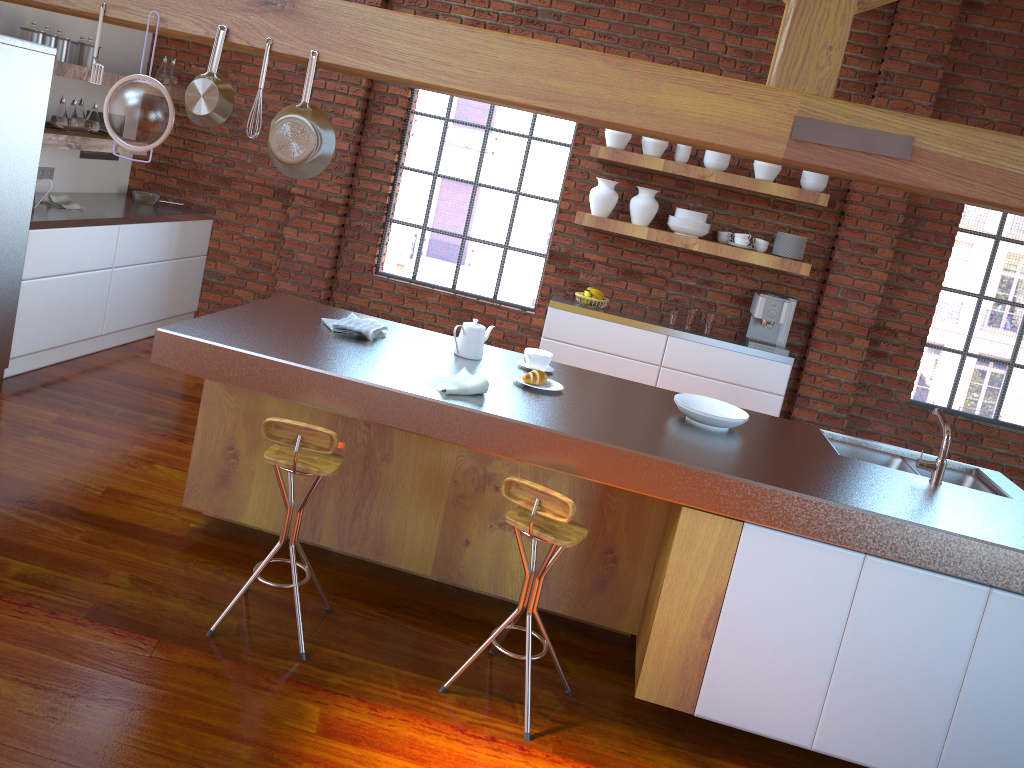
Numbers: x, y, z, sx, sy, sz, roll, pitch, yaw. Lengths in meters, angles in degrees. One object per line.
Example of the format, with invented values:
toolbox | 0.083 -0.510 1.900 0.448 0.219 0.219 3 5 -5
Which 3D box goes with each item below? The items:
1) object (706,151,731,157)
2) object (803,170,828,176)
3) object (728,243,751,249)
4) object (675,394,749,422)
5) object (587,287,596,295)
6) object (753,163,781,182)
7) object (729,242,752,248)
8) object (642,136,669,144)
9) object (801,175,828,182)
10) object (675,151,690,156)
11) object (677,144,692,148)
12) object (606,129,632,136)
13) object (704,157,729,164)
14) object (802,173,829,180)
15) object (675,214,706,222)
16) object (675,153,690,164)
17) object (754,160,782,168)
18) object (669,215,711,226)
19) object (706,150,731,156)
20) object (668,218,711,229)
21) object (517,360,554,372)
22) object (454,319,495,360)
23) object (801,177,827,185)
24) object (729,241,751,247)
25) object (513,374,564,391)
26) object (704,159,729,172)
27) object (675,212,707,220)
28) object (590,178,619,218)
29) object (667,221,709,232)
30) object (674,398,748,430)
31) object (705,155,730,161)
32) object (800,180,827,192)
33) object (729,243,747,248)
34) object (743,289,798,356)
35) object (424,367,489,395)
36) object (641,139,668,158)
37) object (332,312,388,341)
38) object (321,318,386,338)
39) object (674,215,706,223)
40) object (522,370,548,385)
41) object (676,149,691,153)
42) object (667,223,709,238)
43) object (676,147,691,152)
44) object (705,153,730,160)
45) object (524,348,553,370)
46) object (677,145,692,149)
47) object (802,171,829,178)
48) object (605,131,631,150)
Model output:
object | 1.345 -1.481 5.768 0.165 0.060 0.169 13 13 1
object | 1.954 -1.337 5.672 0.165 0.060 0.169 0 18 -43
object | 1.490 -0.897 5.760 0.153 0.012 0.158 4 16 -32
object | 0.746 0.109 3.319 0.280 0.054 0.289 7 14 -21
object | 0.542 -0.631 6.009 0.069 0.060 0.070 17 12 23
object | 1.643 -1.362 5.700 0.179 0.102 0.186 7 13 -23
object | 1.492 -0.905 5.759 0.153 0.012 0.158 4 16 -32
object | 0.934 -1.563 5.792 0.179 0.102 0.185 0 17 -46
object | 1.946 -1.300 5.677 0.165 0.060 0.169 0 18 -43
object | 1.123 -1.502 5.817 0.098 0.060 0.101 1 16 -43
object | 1.134 -1.552 5.811 0.098 0.060 0.101 1 16 -43
object | 0.693 -1.616 5.788 0.179 0.102 0.185 0 17 -46
object | 1.337 -1.444 5.772 0.165 0.060 0.169 13 13 1
object | 1.949 -1.313 5.675 0.165 0.060 0.169 0 18 -43
object | 1.177 -1.079 5.827 0.213 0.054 0.218 12 13 -2
object | 1.120 -1.486 5.819 0.098 0.060 0.101 1 16 -43
object | 1.647 -1.383 5.697 0.179 0.102 0.186 7 13 -23
object | 1.173 -1.060 5.829 0.280 0.054 0.289 10 14 -10
object | 1.348 -1.494 5.766 0.165 0.060 0.169 13 13 1
object | 1.169 -1.042 5.831 0.280 0.054 0.289 10 14 -10
object | 0.096 -0.069 3.590 0.157 0.012 0.154 22 16 34
object | -0.160 -0.188 3.548 0.119 0.153 0.200 15 11 12
object | 1.943 -1.287 5.678 0.165 0.060 0.169 0 18 -43
object | 1.493 -0.909 5.758 0.153 0.012 0.158 4 16 -32
object | 0.098 -0.002 3.319 0.197 0.013 0.195 19 15 27
object | 1.333 -1.429 5.774 0.165 0.060 0.169 13 13 1
object | 1.179 -1.090 5.825 0.213 0.054 0.218 12 13 -2
object | 0.615 -1.248 5.911 0.191 0.245 0.197 3 13 -43
object | 1.164 -1.021 5.834 0.280 0.054 0.289 10 14 -10
object | 0.744 0.119 3.320 0.280 0.054 0.289 7 14 -21
object | 1.340 -1.457 5.771 0.165 0.060 0.169 13 13 1
object | 1.939 -1.272 5.680 0.165 0.060 0.169 0 18 -43
object | 1.491 -0.901 5.759 0.153 0.012 0.158 4 16 -32
object | 1.719 -0.413 5.810 0.271 0.364 0.385 14 11 6
object | -0.198 -0.019 3.030 0.194 0.060 0.209 5 15 -30
object | 0.930 -1.543 5.795 0.179 0.102 0.185 0 17 -46
object | -0.610 -0.231 3.555 0.165 0.049 0.236 14 13 6
object | -0.644 -0.228 3.574 0.230 0.026 0.169 5 15 -27
object | 1.175 -1.069 5.828 0.213 0.054 0.218 12 13 -2
object | 0.094 -0.028 3.322 0.063 0.050 0.139 18 14 25
object | 1.126 -1.515 5.816 0.098 0.060 0.101 1 16 -43
object | 1.162 -1.011 5.835 0.280 0.054 0.289 10 14 -10
object | 1.129 -1.528 5.814 0.098 0.060 0.101 1 16 -43
object | 1.343 -1.470 5.769 0.165 0.060 0.169 13 13 1
object | 0.099 -0.098 3.586 0.124 0.068 0.119 11 12 -9
object | 1.131 -1.539 5.813 0.098 0.060 0.101 1 16 -43
object | 1.951 -1.324 5.674 0.165 0.060 0.169 0 18 -43
object | 0.688 -1.595 5.791 0.179 0.102 0.185 0 17 -46
